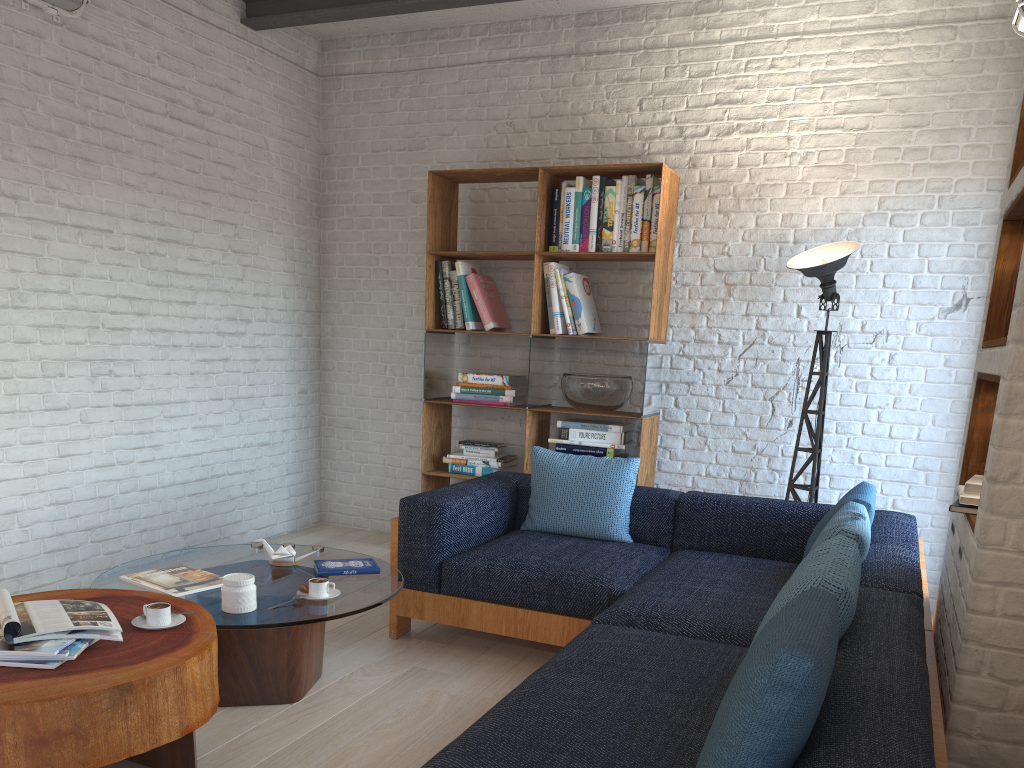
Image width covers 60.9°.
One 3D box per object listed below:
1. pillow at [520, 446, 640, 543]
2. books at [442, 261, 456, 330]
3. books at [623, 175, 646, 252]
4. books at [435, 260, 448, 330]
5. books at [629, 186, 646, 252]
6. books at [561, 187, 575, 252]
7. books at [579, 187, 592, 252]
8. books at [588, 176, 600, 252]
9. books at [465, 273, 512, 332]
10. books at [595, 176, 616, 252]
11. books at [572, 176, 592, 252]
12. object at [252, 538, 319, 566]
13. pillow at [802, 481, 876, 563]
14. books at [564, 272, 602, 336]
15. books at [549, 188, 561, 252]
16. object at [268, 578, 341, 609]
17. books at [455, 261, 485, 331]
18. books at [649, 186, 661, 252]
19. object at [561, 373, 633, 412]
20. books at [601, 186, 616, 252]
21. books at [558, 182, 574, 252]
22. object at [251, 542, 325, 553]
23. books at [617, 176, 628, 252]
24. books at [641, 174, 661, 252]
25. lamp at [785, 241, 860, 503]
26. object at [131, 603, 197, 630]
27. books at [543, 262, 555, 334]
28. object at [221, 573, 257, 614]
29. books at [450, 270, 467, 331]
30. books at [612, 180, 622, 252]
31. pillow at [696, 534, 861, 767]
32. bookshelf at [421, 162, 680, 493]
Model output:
[{"bbox_3d":[0.319,0.518,4.093,0.551,0.421,0.218,5,11,22],"label":"pillow"},{"bbox_3d":[-0.320,-0.511,5.095,0.090,0.396,0.238,8,11,23],"label":"books"},{"bbox_3d":[0.650,-0.876,4.594,0.036,0.395,0.238,8,11,24],"label":"books"},{"bbox_3d":[-0.358,-0.512,5.102,0.090,0.396,0.238,8,11,23],"label":"books"},{"bbox_3d":[0.689,-0.845,4.577,0.055,0.339,0.249,8,11,24],"label":"books"},{"bbox_3d":[0.344,-0.868,4.718,0.055,0.339,0.249,8,11,24],"label":"books"},{"bbox_3d":[0.437,-0.863,4.699,0.055,0.339,0.249,8,11,24],"label":"books"},{"bbox_3d":[0.474,-0.887,4.656,0.036,0.395,0.238,8,11,24],"label":"books"},{"bbox_3d":[-0.135,-0.465,5.036,0.193,0.328,0.249,7,10,23],"label":"books"},{"bbox_3d":[0.512,-0.885,4.651,0.036,0.395,0.238,8,11,24],"label":"books"},{"bbox_3d":[0.390,-0.893,4.697,0.036,0.395,0.238,8,11,24],"label":"books"},{"bbox_3d":[-0.877,0.648,3.378,0.193,0.094,0.183,-1,6,-41],"label":"object"},{"bbox_3d":[1.181,0.613,3.194,0.241,0.409,1.085,7,5,23],"label":"pillow"},{"bbox_3d":[0.391,-0.432,4.791,0.157,0.339,0.249,7,10,23],"label":"books"},{"bbox_3d":[0.281,-0.873,4.764,0.055,0.339,0.249,8,11,24],"label":"books"},{"bbox_3d":[-0.681,0.699,2.916,0.154,0.059,0.265,4,4,16],"label":"object"},{"bbox_3d":[-0.228,-0.501,5.043,0.120,0.393,0.238,8,11,23],"label":"books"},{"bbox_3d":[0.786,-0.839,4.560,0.055,0.339,0.249,8,11,24],"label":"books"},{"bbox_3d":[0.471,0.050,4.876,0.400,0.207,0.393,0,6,-25],"label":"object"},{"bbox_3d":[0.547,-0.854,4.626,0.055,0.339,0.249,8,11,24],"label":"books"},{"bbox_3d":[0.316,-0.885,4.745,0.020,0.370,0.265,8,11,24],"label":"books"},{"bbox_3d":[-0.921,0.669,3.589,0.302,0.028,0.066,3,4,0],"label":"object"},{"bbox_3d":[0.622,-0.878,4.620,0.036,0.395,0.238,8,11,24],"label":"books"},{"bbox_3d":[0.736,-0.870,4.558,0.036,0.395,0.238,8,11,24],"label":"books"},{"bbox_3d":[1.513,0.260,4.064,0.507,1.901,0.839,2,11,-4],"label":"lamp"},{"bbox_3d":[-1.017,0.667,2.530,0.146,0.057,0.171,4,4,12],"label":"object"},{"bbox_3d":[0.253,-0.469,4.863,0.100,0.395,0.238,8,11,23],"label":"books"},{"bbox_3d":[-0.875,0.669,2.793,0.106,0.111,0.106,9,10,39],"label":"object"},{"bbox_3d":[-0.267,-0.482,5.098,0.101,0.344,0.249,8,11,23],"label":"books"},{"bbox_3d":[0.589,-0.866,4.622,0.020,0.370,0.265,8,11,24],"label":"books"},{"bbox_3d":[0.628,0.622,1.983,0.252,0.428,1.189,7,5,23],"label":"pillow"},{"bbox_3d":[0.165,-0.031,4.955,1.307,2.269,0.355,7,13,22],"label":"bookshelf"}]
